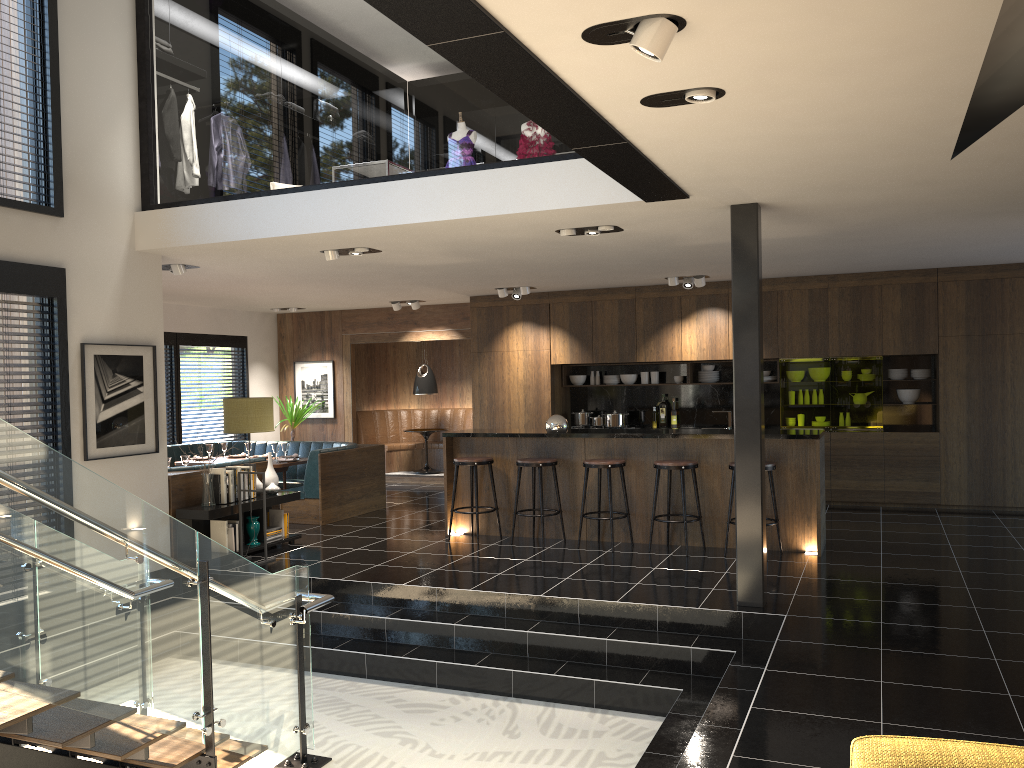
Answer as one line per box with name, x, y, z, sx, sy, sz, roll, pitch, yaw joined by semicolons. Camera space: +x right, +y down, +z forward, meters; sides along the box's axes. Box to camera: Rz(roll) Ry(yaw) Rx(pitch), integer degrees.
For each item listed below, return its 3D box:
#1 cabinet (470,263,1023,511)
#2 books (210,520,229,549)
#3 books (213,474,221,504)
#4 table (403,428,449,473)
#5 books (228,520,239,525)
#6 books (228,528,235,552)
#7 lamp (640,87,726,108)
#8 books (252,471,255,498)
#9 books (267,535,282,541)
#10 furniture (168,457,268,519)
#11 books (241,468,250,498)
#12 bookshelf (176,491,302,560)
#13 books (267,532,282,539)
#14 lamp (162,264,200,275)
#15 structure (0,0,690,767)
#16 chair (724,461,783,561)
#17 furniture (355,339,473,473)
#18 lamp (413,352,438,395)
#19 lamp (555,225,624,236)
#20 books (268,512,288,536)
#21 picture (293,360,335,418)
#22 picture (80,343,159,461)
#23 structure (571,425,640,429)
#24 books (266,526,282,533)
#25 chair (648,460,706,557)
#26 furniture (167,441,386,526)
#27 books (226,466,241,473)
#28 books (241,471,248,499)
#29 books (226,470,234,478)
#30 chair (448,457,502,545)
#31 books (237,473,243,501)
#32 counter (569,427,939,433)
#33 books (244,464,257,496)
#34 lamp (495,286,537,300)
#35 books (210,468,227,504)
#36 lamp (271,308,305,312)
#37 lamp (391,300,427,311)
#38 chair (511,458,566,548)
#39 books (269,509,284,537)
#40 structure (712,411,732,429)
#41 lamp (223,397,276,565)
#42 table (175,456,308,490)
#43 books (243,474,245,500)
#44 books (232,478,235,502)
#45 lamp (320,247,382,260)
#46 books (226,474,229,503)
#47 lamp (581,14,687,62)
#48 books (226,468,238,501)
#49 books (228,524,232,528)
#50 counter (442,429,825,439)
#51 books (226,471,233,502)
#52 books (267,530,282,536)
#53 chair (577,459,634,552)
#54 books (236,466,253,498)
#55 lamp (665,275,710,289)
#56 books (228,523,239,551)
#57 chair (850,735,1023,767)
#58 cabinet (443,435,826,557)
cabinet;2.801;0.089;11.168;6.893;2.691;0.869;-1;1;23
books;-2.608;1.358;7.910;0.176;0.284;0.030;-1;1;23
books;-2.679;0.940;7.950;0.156;0.263;0.026;-1;1;23
table;-1.314;1.025;13.652;0.702;0.644;0.702;-1;1;-3
books;-2.557;1.367;8.039;0.159;0.261;0.067;-1;1;23
books;-2.564;1.390;7.922;0.196;0.218;0.023;-1;1;23
lamp;0.692;-1.223;3.609;0.346;0.158;0.195;-1;1;23
books;-2.485;0.940;8.334;0.162;0.250;0.028;-1;1;23
books;-2.357;1.478;8.517;0.156;0.025;0.274;-1;0;19
furniture;-3.892;1.181;8.822;2.609;0.822;1.364;-1;1;23
books;-2.511;0.926;8.288;0.154;0.280;0.028;-1;1;23
bookshelf;-2.498;1.324;8.230;0.356;0.500;1.304;-1;1;23
books;-2.355;1.453;8.515;0.156;0.025;0.275;-1;0;19
lamp;-3.249;-1.142;8.452;0.501;0.248;0.349;-1;1;23
structure;-1.582;0.099;2.804;3.447;4.869;7.277;-1;1;22
chair;2.071;1.077;7.627;0.412;0.799;0.412;-1;1;32
furniture;-1.157;0.205;14.066;2.639;2.336;1.174;-1;1;22
lamp;-1.337;-0.323;13.609;0.389;0.974;0.389;-2;1;-24
lamp;0.598;-1.240;6.850;0.501;0.195;0.349;-1;1;23
books;-2.295;1.372;8.699;0.231;0.232;0.037;-1;1;23
picture;-3.142;0.091;14.083;0.748;0.911;0.028;-1;1;23
picture;-3.162;0.135;7.183;0.028;0.911;0.748;-1;1;23
structure;1.216;0.580;11.782;0.877;0.046;0.533;-1;0;23
books;-2.358;1.403;8.515;0.156;0.025;0.274;-1;0;26
chair;1.462;1.089;7.880;0.412;0.799;0.412;-1;1;32
furniture;-3.025;1.150;10.805;2.609;0.822;1.364;-1;1;23
books;-2.565;0.915;8.185;0.155;0.306;0.032;-1;1;23
books;-2.538;0.940;8.235;0.194;0.255;0.034;-1;1;23
books;-2.604;0.929;8.106;0.141;0.280;0.031;-1;1;23
chair;-0.367;1.123;8.641;0.412;0.799;0.412;-1;1;32
books;-2.558;0.941;8.152;0.202;0.255;0.025;-1;1;23
counter;2.817;0.575;11.181;4.591;0.005;0.862;-1;0;23
books;-2.483;0.911;8.416;0.131;0.307;0.022;-1;1;23
lamp;0.046;-1.206;11.144;0.501;0.294;0.349;-1;1;23
books;-2.637;0.915;7.964;0.160;0.312;0.035;-1;1;23
lamp;-3.406;-1.187;13.478;0.501;0.213;0.349;-1;1;23
lamp;-1.492;-1.190;12.682;0.501;0.280;0.349;-1;1;23
chair;0.243;1.111;8.387;0.412;0.799;0.412;-1;1;32
books;-2.298;1.357;8.665;0.156;0.263;0.026;-1;1;23
structure;2.625;0.462;11.106;0.242;0.231;0.173;-1;1;22
lamp;-2.375;0.846;7.733;0.637;1.445;0.437;-2;1;-42
table;-3.136;1.235;10.559;1.538;0.661;0.822;-1;1;23
books;-2.542;0.944;8.206;0.149;0.246;0.023;-1;1;23
books;-2.605;0.962;8.077;0.170;0.214;0.025;-1;1;23
lamp;-1.394;-1.185;7.679;0.501;0.231;0.349;-1;1;23
books;-2.633;0.939;7.999;0.173;0.262;0.030;-1;1;23
lamp;0.395;-1.167;2.894;0.346;0.247;0.195;-1;1;23
books;-2.591;0.920;8.135;0.169;0.298;0.032;-1;1;23
books;-2.583;1.376;7.958;0.166;0.245;0.030;-1;1;23
counter;1.086;0.474;8.501;3.573;0.041;0.698;-1;0;23
books;-2.605;0.932;8.046;0.160;0.276;0.030;-1;1;23
books;-2.353;1.428;8.514;0.167;0.024;0.261;-1;0;19
chair;0.852;1.100;8.134;0.412;0.799;0.412;-1;1;32
books;-2.507;0.919;8.314;0.177;0.294;0.025;-1;1;23
lamp;2.039;-1.250;10.315;0.501;0.280;0.349;-1;1;23
books;-2.548;1.376;7.979;0.194;0.244;0.036;-1;1;23
chair;1.018;0.984;1.750;1.031;1.098;0.807;-1;1;22
cabinet;1.098;0.992;8.510;3.564;0.994;0.698;-1;1;23
